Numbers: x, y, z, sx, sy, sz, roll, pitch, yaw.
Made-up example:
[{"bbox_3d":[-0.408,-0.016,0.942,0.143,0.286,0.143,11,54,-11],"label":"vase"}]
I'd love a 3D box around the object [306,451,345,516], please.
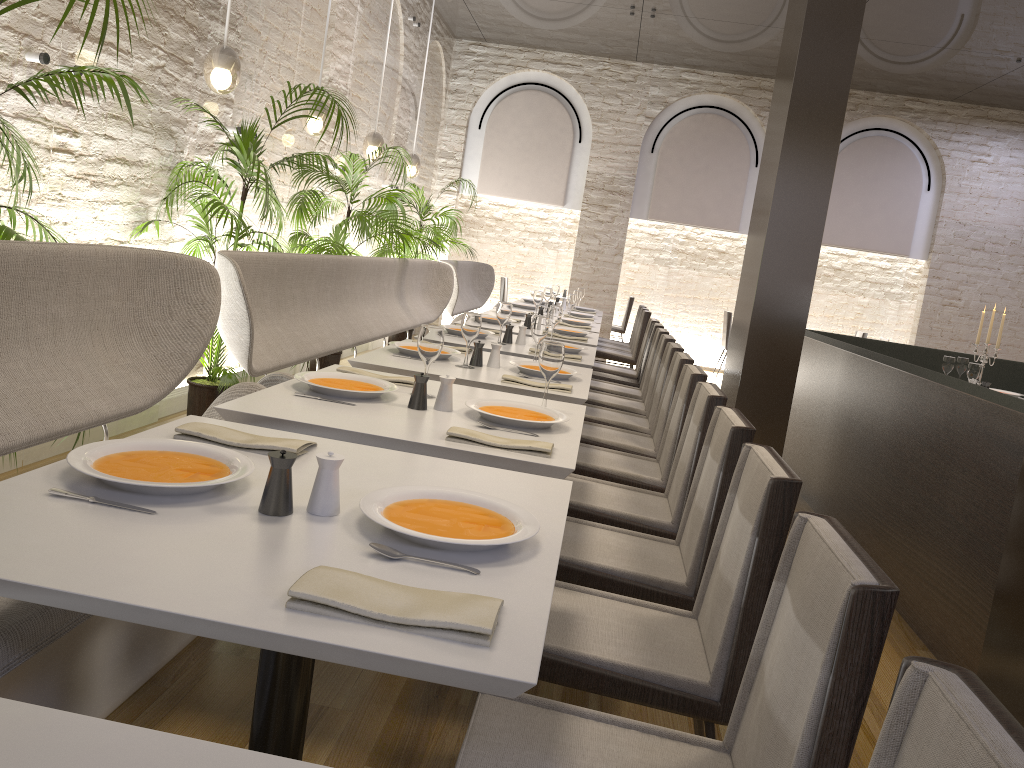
[{"bbox_3d":[-0.327,0.172,1.568,0.059,0.109,0.060,8,7,-3],"label":"object"}]

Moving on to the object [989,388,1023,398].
[{"bbox_3d":[3.565,0.069,6.470,0.321,0.036,0.324,2,10,-36],"label":"object"}]

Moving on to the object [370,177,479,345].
[{"bbox_3d":[-0.988,-1.220,9.176,1.144,1.966,1.195,7,7,-14],"label":"object"}]

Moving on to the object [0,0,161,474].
[{"bbox_3d":[-1.730,-0.365,2.658,1.150,1.966,1.188,13,8,36],"label":"object"}]

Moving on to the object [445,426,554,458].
[{"bbox_3d":[-0.028,0.150,2.337,0.273,0.033,0.143,9,8,5],"label":"object"}]

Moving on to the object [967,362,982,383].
[{"bbox_3d":[3.082,-0.025,5.937,0.086,0.230,0.086,14,8,41],"label":"object"}]

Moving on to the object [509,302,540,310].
[{"bbox_3d":[0.118,-0.736,8.406,0.323,0.036,0.321,16,11,42],"label":"object"}]

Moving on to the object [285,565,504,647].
[{"bbox_3d":[-0.154,0.297,1.215,0.273,0.033,0.143,9,8,5],"label":"object"}]

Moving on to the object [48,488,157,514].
[{"bbox_3d":[-0.666,0.190,1.443,0.185,0.010,0.017,9,8,6],"label":"object"}]

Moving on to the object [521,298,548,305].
[{"bbox_3d":[0.244,-0.884,9.535,0.323,0.036,0.321,16,11,42],"label":"object"}]

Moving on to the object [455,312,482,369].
[{"bbox_3d":[-0.180,-0.183,3.700,0.086,0.230,0.086,4,8,-36],"label":"object"}]

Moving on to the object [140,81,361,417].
[{"bbox_3d":[-1.496,-0.640,4.748,1.150,1.966,1.188,13,8,36],"label":"object"}]

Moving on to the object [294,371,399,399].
[{"bbox_3d":[-0.514,0.009,2.746,0.323,0.036,0.321,16,11,40],"label":"object"}]

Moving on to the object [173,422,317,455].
[{"bbox_3d":[-0.585,0.122,1.961,0.273,0.033,0.143,9,8,5],"label":"object"}]

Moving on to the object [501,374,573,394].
[{"bbox_3d":[0.100,-0.002,3.489,0.273,0.033,0.143,9,8,5],"label":"object"}]

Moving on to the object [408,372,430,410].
[{"bbox_3d":[-0.276,0.019,2.651,0.059,0.109,0.059,10,7,14],"label":"object"}]

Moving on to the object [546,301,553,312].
[{"bbox_3d":[0.357,-0.726,8.311,0.060,0.109,0.059,14,9,41],"label":"object"}]

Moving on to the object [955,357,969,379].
[{"bbox_3d":[3.317,-0.082,6.556,0.086,0.230,0.086,6,7,-24],"label":"object"}]

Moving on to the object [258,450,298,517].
[{"bbox_3d":[-0.401,0.167,1.529,0.059,0.109,0.060,8,7,-3],"label":"object"}]

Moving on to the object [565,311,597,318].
[{"bbox_3d":[0.646,-0.649,8.352,0.323,0.036,0.321,16,11,42],"label":"object"}]

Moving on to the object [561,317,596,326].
[{"bbox_3d":[0.524,-0.505,7.260,0.323,0.036,0.321,16,11,42],"label":"object"}]

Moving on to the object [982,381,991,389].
[{"bbox_3d":[3.207,0.041,6.006,0.068,0.126,0.069,3,9,-42],"label":"object"}]

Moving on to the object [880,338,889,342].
[{"bbox_3d":[3.379,-0.300,8.088,0.087,0.230,0.086,13,8,35],"label":"object"}]

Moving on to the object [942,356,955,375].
[{"bbox_3d":[3.132,-0.084,6.387,0.086,0.230,0.086,14,8,41],"label":"object"}]

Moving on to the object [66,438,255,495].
[{"bbox_3d":[-0.639,0.157,1.624,0.321,0.036,0.323,6,9,-16],"label":"object"}]

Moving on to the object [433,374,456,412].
[{"bbox_3d":[-0.202,0.024,2.689,0.059,0.109,0.059,10,7,14],"label":"object"}]

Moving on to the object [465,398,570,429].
[{"bbox_3d":[0.014,0.096,2.692,0.323,0.036,0.321,16,11,40],"label":"object"}]

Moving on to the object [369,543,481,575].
[{"bbox_3d":[-0.138,0.275,1.390,0.181,0.015,0.038,10,8,7],"label":"object"}]

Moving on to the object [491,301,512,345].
[{"bbox_3d":[-0.054,-0.331,4.824,0.086,0.230,0.087,3,9,-42],"label":"object"}]

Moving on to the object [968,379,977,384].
[{"bbox_3d":[3.131,0.025,6.038,0.068,0.126,0.069,3,9,-42],"label":"object"}]

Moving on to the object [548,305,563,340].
[{"bbox_3d":[0.246,-0.349,5.249,0.086,0.230,0.087,3,9,-42],"label":"object"}]

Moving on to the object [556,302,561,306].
[{"bbox_3d":[0.431,-0.720,8.349,0.060,0.109,0.059,14,9,41],"label":"object"}]

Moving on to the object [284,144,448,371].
[{"bbox_3d":[-1.276,-0.902,6.739,1.144,1.966,1.195,2,9,-44],"label":"object"}]

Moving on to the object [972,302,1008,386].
[{"bbox_3d":[3.269,-0.240,6.108,0.132,0.654,0.391,10,7,16],"label":"object"}]

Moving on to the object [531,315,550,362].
[{"bbox_3d":[0.121,-0.201,4.124,0.086,0.230,0.086,10,6,11],"label":"object"}]

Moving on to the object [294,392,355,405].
[{"bbox_3d":[-0.540,0.042,2.565,0.185,0.010,0.017,9,8,6],"label":"object"}]

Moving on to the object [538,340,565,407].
[{"bbox_3d":[0.121,-0.025,2.936,0.086,0.230,0.087,3,9,-42],"label":"object"}]

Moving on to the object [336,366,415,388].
[{"bbox_3d":[-0.460,-0.026,3.083,0.273,0.033,0.143,9,8,5],"label":"object"}]

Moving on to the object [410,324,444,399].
[{"bbox_3d":[-0.273,-0.074,2.870,0.086,0.230,0.087,3,9,-42],"label":"object"}]

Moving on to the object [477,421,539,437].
[{"bbox_3d":[-0.012,0.127,2.512,0.181,0.015,0.038,10,8,7],"label":"object"}]

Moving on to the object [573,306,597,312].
[{"bbox_3d":[0.772,-0.797,9.481,0.323,0.036,0.321,16,11,42],"label":"object"}]

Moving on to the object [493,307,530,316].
[{"bbox_3d":[-0.004,-0.592,7.314,0.323,0.036,0.321,16,11,42],"label":"object"}]

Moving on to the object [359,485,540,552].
[{"bbox_3d":[-0.111,0.244,1.570,0.321,0.036,0.323,6,9,-16],"label":"object"}]
